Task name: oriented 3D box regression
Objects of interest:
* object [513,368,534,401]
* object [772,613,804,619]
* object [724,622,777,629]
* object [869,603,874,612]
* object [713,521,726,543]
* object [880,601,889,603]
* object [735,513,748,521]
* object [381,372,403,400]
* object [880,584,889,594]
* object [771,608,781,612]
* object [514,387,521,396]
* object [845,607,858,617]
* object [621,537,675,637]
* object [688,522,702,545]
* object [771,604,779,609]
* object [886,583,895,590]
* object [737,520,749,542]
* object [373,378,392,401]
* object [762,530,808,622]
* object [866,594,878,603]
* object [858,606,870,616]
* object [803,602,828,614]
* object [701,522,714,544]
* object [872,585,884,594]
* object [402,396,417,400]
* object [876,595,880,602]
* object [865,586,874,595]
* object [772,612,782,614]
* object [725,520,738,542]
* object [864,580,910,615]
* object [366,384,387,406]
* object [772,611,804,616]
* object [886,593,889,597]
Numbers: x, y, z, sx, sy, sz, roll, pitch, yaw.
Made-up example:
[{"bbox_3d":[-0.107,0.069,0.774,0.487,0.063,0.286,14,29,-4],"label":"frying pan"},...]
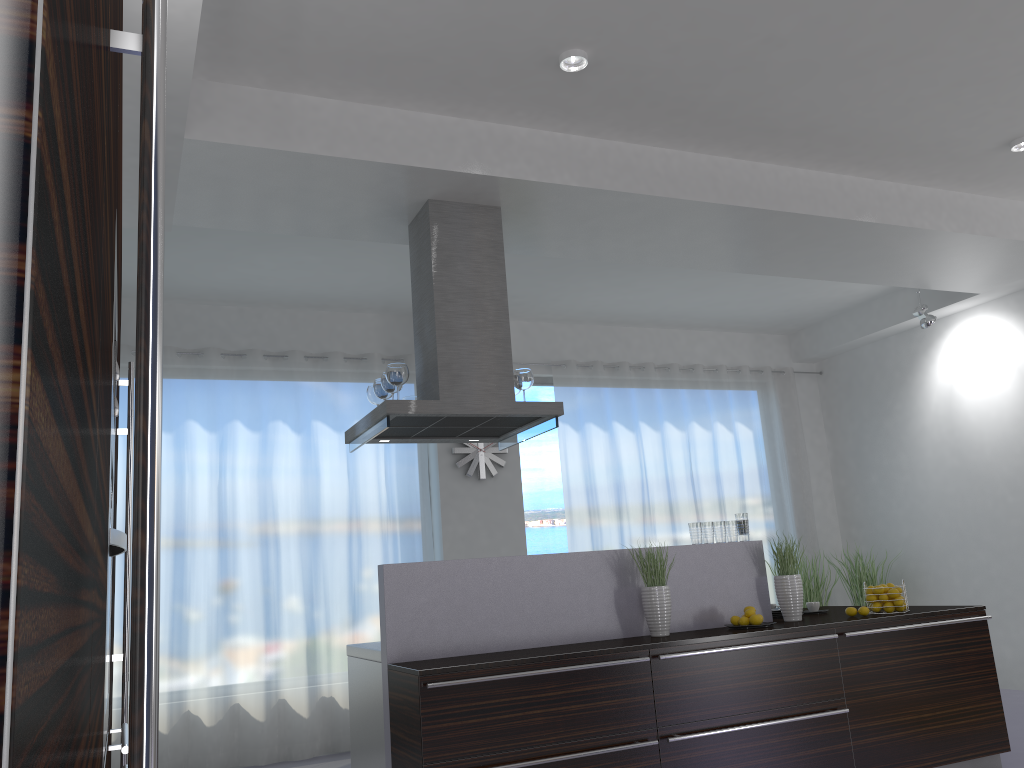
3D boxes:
[{"bbox_3d":[0.065,0.032,4.933,0.125,0.221,0.125,-4,-12,1],"label":"object"},{"bbox_3d":[1.582,1.367,5.226,0.232,0.020,0.232,-1,-13,-15],"label":"object"},{"bbox_3d":[1.237,1.254,4.603,0.232,0.020,0.232,-1,-13,-15],"label":"object"},{"bbox_3d":[2.030,1.251,4.959,0.061,0.053,0.053,-8,-13,18],"label":"object"},{"bbox_3d":[1.166,0.832,4.973,0.072,0.119,0.071,-8,-13,15],"label":"object"},{"bbox_3d":[2.103,1.235,5.005,0.052,0.053,0.062,-7,-13,13],"label":"object"},{"bbox_3d":[1.311,0.797,5.046,0.072,0.119,0.071,-8,-13,15],"label":"object"},{"bbox_3d":[-0.641,0.048,4.768,0.125,0.221,0.125,-4,-12,1],"label":"object"},{"bbox_3d":[2.074,1.144,4.954,0.051,0.053,0.063,1,-13,-22],"label":"object"},{"bbox_3d":[1.387,1.291,5.248,0.646,0.147,0.269,-4,-12,1],"label":"object"},{"bbox_3d":[0.002,0.067,5.073,0.125,0.221,0.125,-4,-12,1],"label":"object"},{"bbox_3d":[1.856,1.246,4.848,0.063,0.051,0.053,-13,-15,34],"label":"object"},{"bbox_3d":[0.734,1.023,4.510,0.269,0.502,0.247,1,-13,-23],"label":"object"},{"bbox_3d":[1.017,0.829,4.908,0.071,0.119,0.072,-10,-14,25],"label":"object"},{"bbox_3d":[1.603,1.403,5.506,0.153,0.069,0.153,-6,-13,9],"label":"object"},{"bbox_3d":[2.135,1.151,4.999,0.050,0.060,0.059,1,-14,-24],"label":"object"},{"bbox_3d":[1.314,0.835,5.038,0.072,0.119,0.071,-8,-13,15],"label":"object"},{"bbox_3d":[-0.704,0.084,4.908,0.125,0.221,0.125,-4,-12,1],"label":"object"},{"bbox_3d":[1.540,1.046,4.888,0.247,0.502,0.269,-8,-13,18],"label":"object"},{"bbox_3d":[1.997,1.191,4.925,0.063,0.051,0.053,-13,-15,34],"label":"object"},{"bbox_3d":[1.913,1.235,4.822,0.063,0.051,0.053,0,-13,-20],"label":"object"},{"bbox_3d":[1.818,1.351,5.346,0.153,0.069,0.153,-14,-16,38],"label":"object"},{"bbox_3d":[1.091,0.830,4.941,0.072,0.119,0.071,-8,-13,15],"label":"object"},{"bbox_3d":[2.030,1.142,4.913,0.063,0.051,0.053,-10,-13,23],"label":"object"},{"bbox_3d":[-0.574,0.168,5.224,0.137,0.174,0.137,-12,-14,30],"label":"object"},{"bbox_3d":[2.046,1.193,4.955,0.064,0.053,0.051,1,-13,-21],"label":"object"},{"bbox_3d":[2.007,1.158,4.958,0.052,0.060,0.057,5,-15,-35],"label":"object"},{"bbox_3d":[1.580,1.348,5.230,0.232,0.020,0.232,0,-13,-20],"label":"object"},{"bbox_3d":[1.240,0.833,5.005,0.072,0.119,0.071,-8,-13,15],"label":"object"},{"bbox_3d":[2.087,1.186,4.948,0.207,0.174,0.189,-12,-14,30],"label":"object"},{"bbox_3d":[-0.762,0.117,5.039,0.125,0.221,0.125,-4,-12,1],"label":"object"},{"bbox_3d":[1.581,1.357,5.228,0.232,0.020,0.232,-1,-13,-15],"label":"object"},{"bbox_3d":[2.100,1.181,4.983,0.055,0.051,0.061,3,-14,-29],"label":"object"}]
